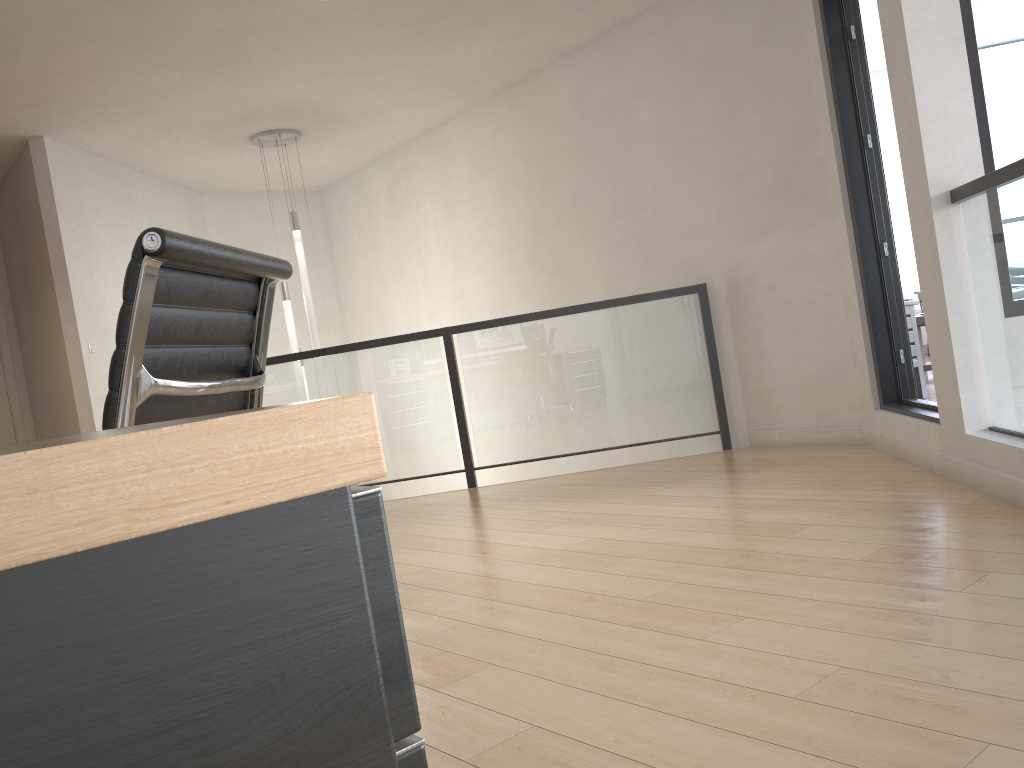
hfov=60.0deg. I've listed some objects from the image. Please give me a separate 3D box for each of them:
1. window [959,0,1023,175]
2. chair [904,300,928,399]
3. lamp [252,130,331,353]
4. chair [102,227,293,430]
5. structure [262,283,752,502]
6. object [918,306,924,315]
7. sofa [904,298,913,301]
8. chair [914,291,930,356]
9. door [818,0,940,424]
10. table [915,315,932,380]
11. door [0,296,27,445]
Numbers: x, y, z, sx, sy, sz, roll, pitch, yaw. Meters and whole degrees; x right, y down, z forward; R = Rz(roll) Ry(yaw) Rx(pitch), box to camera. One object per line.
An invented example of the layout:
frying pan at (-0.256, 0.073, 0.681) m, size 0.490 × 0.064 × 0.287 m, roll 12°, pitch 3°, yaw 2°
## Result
window at (4.094, -1.826, 3.076) m, size 5.002 × 2.402 × 0.170 m, roll -9°, pitch 2°, yaw 7°
chair at (1.951, -0.211, 5.493) m, size 0.807 × 0.765 × 0.797 m, roll -10°, pitch 2°, yaw -33°
lamp at (-1.657, -1.032, 6.768) m, size 0.359 × 6.725 × 0.359 m, roll -9°, pitch 2°, yaw -2°
chair at (-0.641, 0.325, 1.378) m, size 0.699 × 0.991 × 0.664 m, roll -9°, pitch 2°, yaw 12°
structure at (-0.288, 1.788, 6.881) m, size 4.190 × 4.339 × 2.823 m, roll -9°, pitch 2°, yaw 7°
object at (3.105, -0.660, 6.430) m, size 0.337 × 0.284 × 0.203 m, roll -9°, pitch 2°, yaw 12°
sofa at (2.451, -0.351, 7.400) m, size 2.161 × 0.765 × 0.807 m, roll -11°, pitch 2°, yaw -38°
chair at (4.380, -0.698, 8.376) m, size 0.797 × 0.765 × 0.807 m, roll -9°, pitch 2°, yaw 7°
door at (2.048, -1.160, 3.908) m, size 0.924 × 2.500 × 0.905 m, roll -9°, pitch 2°, yaw 7°
table at (3.395, -0.332, 6.522) m, size 1.260 × 0.473 × 0.710 m, roll -11°, pitch 2°, yaw -38°
door at (-4.302, 0.188, 6.763) m, size 0.974 × 2.136 × 0.085 m, roll -11°, pitch 2°, yaw -38°
